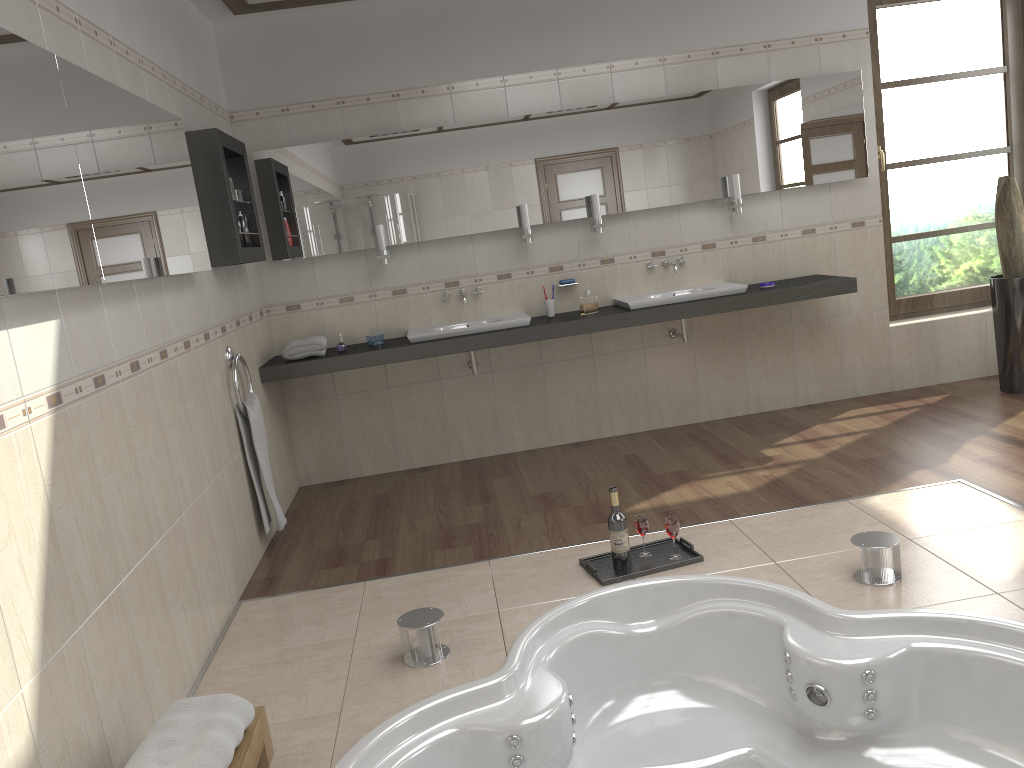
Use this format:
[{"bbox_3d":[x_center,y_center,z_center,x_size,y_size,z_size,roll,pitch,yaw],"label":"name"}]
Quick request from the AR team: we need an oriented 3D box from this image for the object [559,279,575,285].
[{"bbox_3d":[0.317,-0.587,5.085,0.090,0.027,0.060,-8,10,-1],"label":"object"}]

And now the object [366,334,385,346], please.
[{"bbox_3d":[-0.754,-0.245,4.892,0.072,0.053,0.102,-13,11,-28],"label":"object"}]

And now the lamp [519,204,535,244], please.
[{"bbox_3d":[0.074,-0.886,4.920,0.068,0.215,0.131,-9,10,-4],"label":"lamp"}]

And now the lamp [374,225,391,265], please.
[{"bbox_3d":[-0.714,-0.764,4.867,0.068,0.215,0.131,-9,10,-4],"label":"lamp"}]

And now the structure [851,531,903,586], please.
[{"bbox_3d":[1.199,0.573,2.917,0.150,0.131,0.150,-8,10,1],"label":"structure"}]

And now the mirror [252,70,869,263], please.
[{"bbox_3d":[0.329,-1.225,4.958,3.430,0.600,0.005,-9,10,-4],"label":"mirror"}]

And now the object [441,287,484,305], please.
[{"bbox_3d":[-0.275,-0.492,4.997,0.245,0.082,0.211,-9,10,-4],"label":"object"}]

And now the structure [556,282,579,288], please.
[{"bbox_3d":[0.320,-0.571,5.097,0.124,0.034,0.092,-9,10,-4],"label":"structure"}]

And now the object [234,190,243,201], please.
[{"bbox_3d":[-1.332,-0.892,4.225,0.072,0.053,0.102,-8,10,1],"label":"object"}]

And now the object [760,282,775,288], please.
[{"bbox_3d":[1.431,-0.556,4.969,0.083,0.020,0.083,-6,10,10],"label":"object"}]

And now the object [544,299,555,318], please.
[{"bbox_3d":[0.213,-0.427,5.001,0.058,0.100,0.058,-7,10,6],"label":"object"}]

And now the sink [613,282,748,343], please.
[{"bbox_3d":[0.958,-0.379,5.031,0.670,0.288,0.403,-9,10,-4],"label":"sink"}]

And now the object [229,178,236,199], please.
[{"bbox_3d":[-1.310,-0.907,4.061,0.040,0.130,0.100,-8,10,1],"label":"object"}]

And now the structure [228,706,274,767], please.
[{"bbox_3d":[-0.722,1.047,1.745,0.260,0.140,1.280,-9,10,-4],"label":"structure"}]

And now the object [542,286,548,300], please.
[{"bbox_3d":[0.191,-0.462,4.970,0.012,0.178,0.050,-1,12,35],"label":"object"}]

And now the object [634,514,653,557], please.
[{"bbox_3d":[0.497,0.575,3.366,0.055,0.153,0.055,-10,10,-11],"label":"object"}]

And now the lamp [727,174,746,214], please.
[{"bbox_3d":[1.258,-1.071,5.001,0.068,0.215,0.131,-9,10,-4],"label":"lamp"}]

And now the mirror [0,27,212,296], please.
[{"bbox_3d":[-1.095,-0.472,1.767,0.005,0.600,3.600,-9,10,-4],"label":"mirror"}]

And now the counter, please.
[{"bbox_3d":[0.252,-0.327,4.928,3.220,0.080,0.510,-9,10,-4],"label":"counter"}]

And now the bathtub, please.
[{"bbox_3d":[0.581,1.178,2.193,1.754,0.674,1.751,0,13,40],"label":"bathtub"}]

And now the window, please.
[{"bbox_3d":[2.657,-1.436,5.394,0.998,1.934,0.117,-9,10,-4],"label":"window"}]

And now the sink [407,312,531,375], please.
[{"bbox_3d":[-0.226,-0.194,4.950,0.670,0.288,0.403,-9,10,-4],"label":"sink"}]

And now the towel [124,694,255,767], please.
[{"bbox_3d":[-0.773,0.868,2.116,0.233,0.099,0.331,-8,10,1],"label":"towel"}]

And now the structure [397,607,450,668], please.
[{"bbox_3d":[-0.280,0.803,2.816,0.150,0.131,0.150,-7,10,6],"label":"structure"}]

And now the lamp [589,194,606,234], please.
[{"bbox_3d":[0.469,-0.948,4.947,0.068,0.215,0.131,-9,10,-4],"label":"lamp"}]

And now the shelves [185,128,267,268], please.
[{"bbox_3d":[-1.331,-0.857,4.171,0.135,0.585,0.608,-9,10,-4],"label":"shelves"}]

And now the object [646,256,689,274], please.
[{"bbox_3d":[0.908,-0.676,5.077,0.245,0.082,0.211,-9,10,-4],"label":"object"}]

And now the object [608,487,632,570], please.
[{"bbox_3d":[0.390,0.529,3.267,0.070,0.307,0.070,-16,12,-37],"label":"object"}]

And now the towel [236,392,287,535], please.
[{"bbox_3d":[-1.146,0.361,4.086,0.101,0.634,0.280,-9,10,-6],"label":"towel"}]

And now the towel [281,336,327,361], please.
[{"bbox_3d":[-1.124,-0.201,4.819,0.233,0.099,0.331,-10,10,-9],"label":"towel"}]

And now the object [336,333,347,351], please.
[{"bbox_3d":[-0.928,-0.227,4.816,0.059,0.094,0.059,-10,10,-9],"label":"object"}]

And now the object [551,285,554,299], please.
[{"bbox_3d":[0.222,-0.468,4.988,0.054,0.175,0.012,-4,10,21],"label":"object"}]

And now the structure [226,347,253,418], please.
[{"bbox_3d":[-1.232,-0.010,4.012,0.051,0.332,0.291,-9,10,-4],"label":"structure"}]

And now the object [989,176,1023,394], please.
[{"bbox_3d":[2.795,-0.550,4.919,0.343,1.209,0.413,-9,10,-4],"label":"object"}]

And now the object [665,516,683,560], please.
[{"bbox_3d":[0.601,0.572,3.298,0.055,0.153,0.055,-10,10,-11],"label":"object"}]

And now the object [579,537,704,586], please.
[{"bbox_3d":[0.480,0.652,3.330,0.400,0.040,0.250,-11,10,-14],"label":"object"}]

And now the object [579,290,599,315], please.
[{"bbox_3d":[0.422,-0.451,4.880,0.100,0.130,0.040,-13,11,-28],"label":"object"}]

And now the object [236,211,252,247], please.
[{"bbox_3d":[-1.318,-0.755,4.349,0.050,0.184,0.050,-7,10,7],"label":"object"}]
